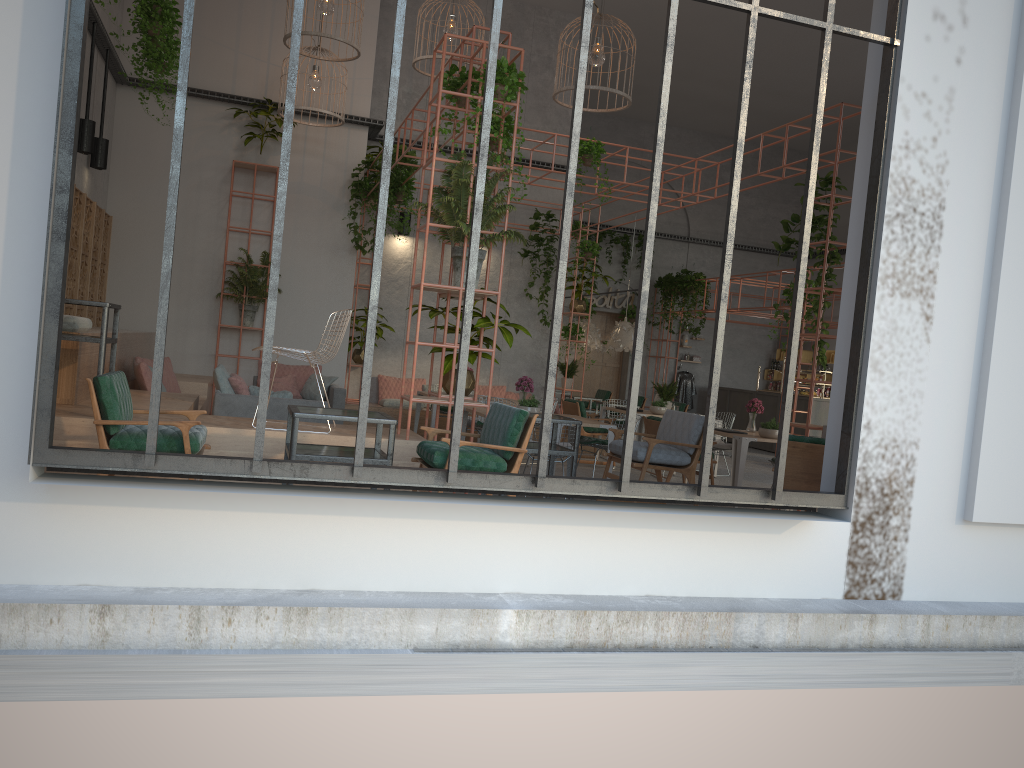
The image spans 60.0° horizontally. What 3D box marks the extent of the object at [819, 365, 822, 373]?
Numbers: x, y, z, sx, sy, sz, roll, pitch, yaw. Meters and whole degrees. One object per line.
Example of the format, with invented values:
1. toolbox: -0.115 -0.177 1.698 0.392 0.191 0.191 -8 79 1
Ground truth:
1. object: 6.988 -0.389 20.087 0.066 0.291 0.066 7 2 43

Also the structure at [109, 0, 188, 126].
1. structure: -3.570 -3.354 8.843 0.670 1.290 1.434 5 2 -17

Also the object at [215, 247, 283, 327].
1. object: -3.714 -1.359 12.576 0.894 1.097 0.900 6 2 12

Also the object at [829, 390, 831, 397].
1. object: 7.075 0.182 19.614 0.082 0.246 0.082 6 2 16

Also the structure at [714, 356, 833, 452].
1. structure: 6.492 0.486 19.702 2.579 2.022 4.057 5 2 -17

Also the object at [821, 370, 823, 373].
1. object: 7.062 -0.382 20.110 0.066 0.291 0.066 5 2 -10

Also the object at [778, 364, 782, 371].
1. object: 6.604 -0.407 21.866 0.115 0.147 0.115 7 2 28

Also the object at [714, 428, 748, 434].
1. object: 2.527 0.554 10.364 0.268 0.031 0.427 5 2 -17

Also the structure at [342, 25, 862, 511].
1. structure: -0.624 -1.424 14.219 4.501 4.345 14.096 5 2 -18

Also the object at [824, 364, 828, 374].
1. object: 7.140 -0.375 20.131 0.066 0.291 0.066 6 2 23

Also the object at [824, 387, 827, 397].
1. object: 7.013 0.185 19.814 0.073 0.219 0.105 5 2 -11

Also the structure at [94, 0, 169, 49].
1. structure: -3.273 -3.451 7.726 0.587 0.972 0.605 5 2 -18

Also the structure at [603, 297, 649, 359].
1. structure: 2.777 -1.361 21.215 0.950 1.527 0.921 5 2 -18

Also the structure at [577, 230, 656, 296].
1. structure: 2.403 -2.863 20.804 1.939 1.514 0.856 5 2 -23

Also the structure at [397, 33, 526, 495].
1. structure: -0.331 -0.794 6.751 0.748 3.623 0.722 5 2 -17

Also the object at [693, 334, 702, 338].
1. object: 4.508 -1.165 21.550 0.263 0.101 0.013 5 2 -17

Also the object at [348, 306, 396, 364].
1. object: -2.271 -0.761 13.604 0.934 0.919 0.903 7 2 45

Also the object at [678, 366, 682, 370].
1. object: 4.083 -0.399 21.515 0.093 0.121 0.049 5 2 -14

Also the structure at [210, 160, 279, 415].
1. structure: -3.813 -1.315 12.652 0.624 3.596 0.424 5 2 -17

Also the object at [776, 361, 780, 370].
1. object: 6.593 -0.483 21.968 0.066 0.291 0.066 6 2 23

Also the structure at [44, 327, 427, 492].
1. structure: -2.942 0.149 8.558 3.396 1.111 9.152 5 2 -17

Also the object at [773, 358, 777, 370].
1. object: 6.515 -0.490 21.947 0.066 0.291 0.066 5 2 -10

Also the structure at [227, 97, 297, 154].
1. structure: -3.476 -3.633 12.467 0.934 0.803 0.903 7 2 45

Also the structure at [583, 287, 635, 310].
1. structure: 2.285 -2.036 20.929 1.312 0.505 0.063 5 2 -17

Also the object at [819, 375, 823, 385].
1. object: 6.991 -0.086 19.987 0.072 0.248 0.094 5 2 -17

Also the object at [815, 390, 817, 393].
1. object: 6.916 0.210 20.128 0.073 0.131 0.073 7 2 38

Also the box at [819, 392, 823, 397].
1. box: 6.965 0.239 19.930 0.058 0.093 0.122 5 2 -17

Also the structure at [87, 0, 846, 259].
1. structure: 2.320 -3.417 13.019 15.603 0.110 15.203 5 2 -17

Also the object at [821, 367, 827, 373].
1. object: 7.026 -0.310 19.991 0.115 0.147 0.115 5 2 -8

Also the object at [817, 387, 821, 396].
1. object: 6.934 0.175 20.041 0.070 0.209 0.070 7 2 33

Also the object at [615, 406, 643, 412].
1. object: 1.720 0.371 13.022 0.268 0.031 0.427 5 2 -17

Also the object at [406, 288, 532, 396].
1. object: -0.350 -0.360 7.319 0.934 0.923 0.903 7 2 40

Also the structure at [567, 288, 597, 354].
1. structure: 1.532 -1.491 20.792 0.921 1.527 0.950 6 2 17

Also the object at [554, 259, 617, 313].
1. object: 1.179 -1.629 14.552 0.934 0.947 0.903 7 2 35

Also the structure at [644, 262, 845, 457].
1. structure: 6.973 -0.135 14.893 4.157 4.247 14.689 5 2 -17

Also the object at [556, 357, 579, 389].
1. object: 0.913 -0.182 14.644 0.438 0.527 0.368 5 2 -17

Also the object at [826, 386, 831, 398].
1. object: 7.050 0.176 19.712 0.072 0.248 0.094 5 2 -17

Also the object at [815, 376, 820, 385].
1. object: 6.955 -0.069 20.141 0.131 0.207 0.131 7 2 28

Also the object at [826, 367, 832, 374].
1. object: 7.151 -0.299 20.029 0.115 0.147 0.115 5 2 -8

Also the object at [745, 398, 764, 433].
1. object: 2.927 0.378 10.726 0.213 0.414 0.225 5 2 -24

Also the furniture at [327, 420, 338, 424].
1. furniture: -2.494 0.478 10.063 0.941 0.446 0.975 5 2 -17

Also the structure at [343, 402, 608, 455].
1. structure: -1.310 0.574 16.777 4.386 0.500 5.831 5 2 -17

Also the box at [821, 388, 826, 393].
1. box: 7.011 0.150 19.941 0.058 0.093 0.122 5 2 -5

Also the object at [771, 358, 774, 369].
1. object: 6.441 -0.497 21.924 0.066 0.291 0.066 7 2 43

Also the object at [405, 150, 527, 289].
1. object: -0.308 -1.282 6.851 0.894 1.101 0.900 7 2 37

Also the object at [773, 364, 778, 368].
1. object: 6.479 -0.418 21.828 0.115 0.147 0.115 7 2 28

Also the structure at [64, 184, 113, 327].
1. structure: -4.516 -1.054 8.331 0.132 2.103 9.782 5 2 -17
